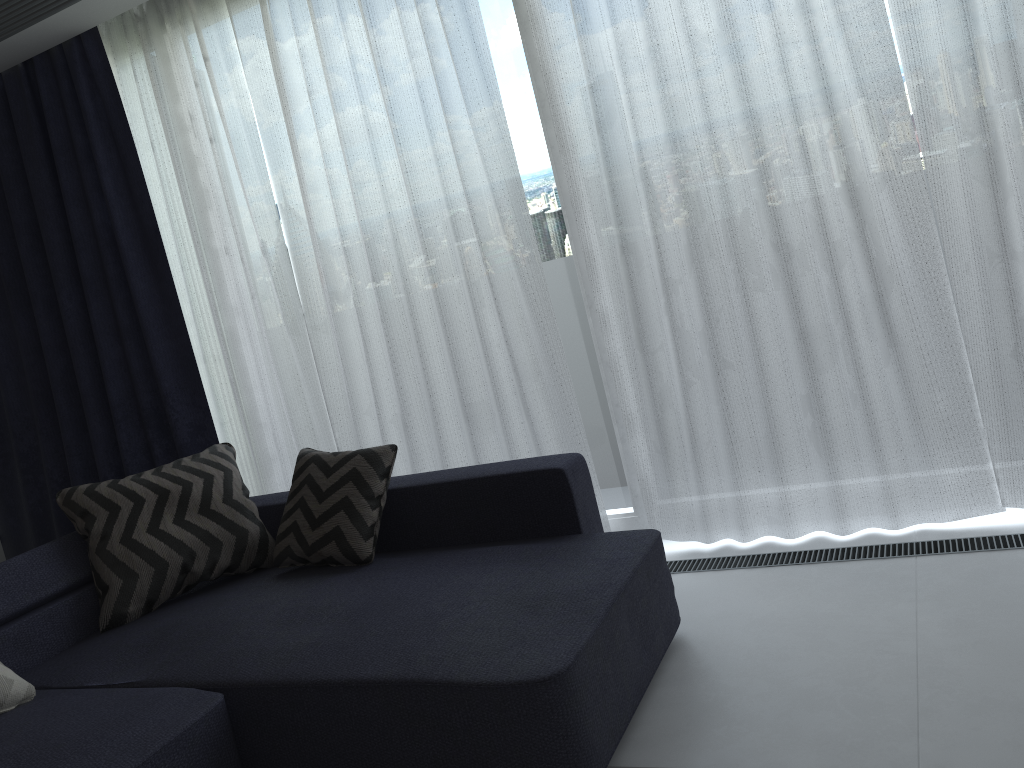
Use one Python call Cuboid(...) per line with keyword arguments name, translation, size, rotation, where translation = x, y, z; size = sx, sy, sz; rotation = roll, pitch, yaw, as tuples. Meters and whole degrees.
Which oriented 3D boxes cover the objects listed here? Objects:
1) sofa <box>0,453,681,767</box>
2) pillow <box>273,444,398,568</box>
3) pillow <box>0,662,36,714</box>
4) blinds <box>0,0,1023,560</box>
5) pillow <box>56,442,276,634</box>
Cuboid(name="sofa", translation=(-0.920, 0.807, 1.749), size=(1.885, 0.605, 2.911), rotation=(-10, 7, 26))
Cuboid(name="pillow", translation=(-0.579, 0.390, 2.862), size=(0.412, 0.343, 0.290), rotation=(-11, 5, 31))
Cuboid(name="pillow", translation=(-1.508, 0.699, 2.113), size=(0.340, 0.386, 0.501), rotation=(-12, 5, 26))
Cuboid(name="blinds", translation=(-0.994, -0.166, 0.769), size=(7.082, 2.760, 5.878), rotation=(-10, 7, 29))
Cuboid(name="pillow", translation=(-1.125, 0.521, 2.954), size=(0.605, 0.516, 0.353), rotation=(-17, 5, -34))
